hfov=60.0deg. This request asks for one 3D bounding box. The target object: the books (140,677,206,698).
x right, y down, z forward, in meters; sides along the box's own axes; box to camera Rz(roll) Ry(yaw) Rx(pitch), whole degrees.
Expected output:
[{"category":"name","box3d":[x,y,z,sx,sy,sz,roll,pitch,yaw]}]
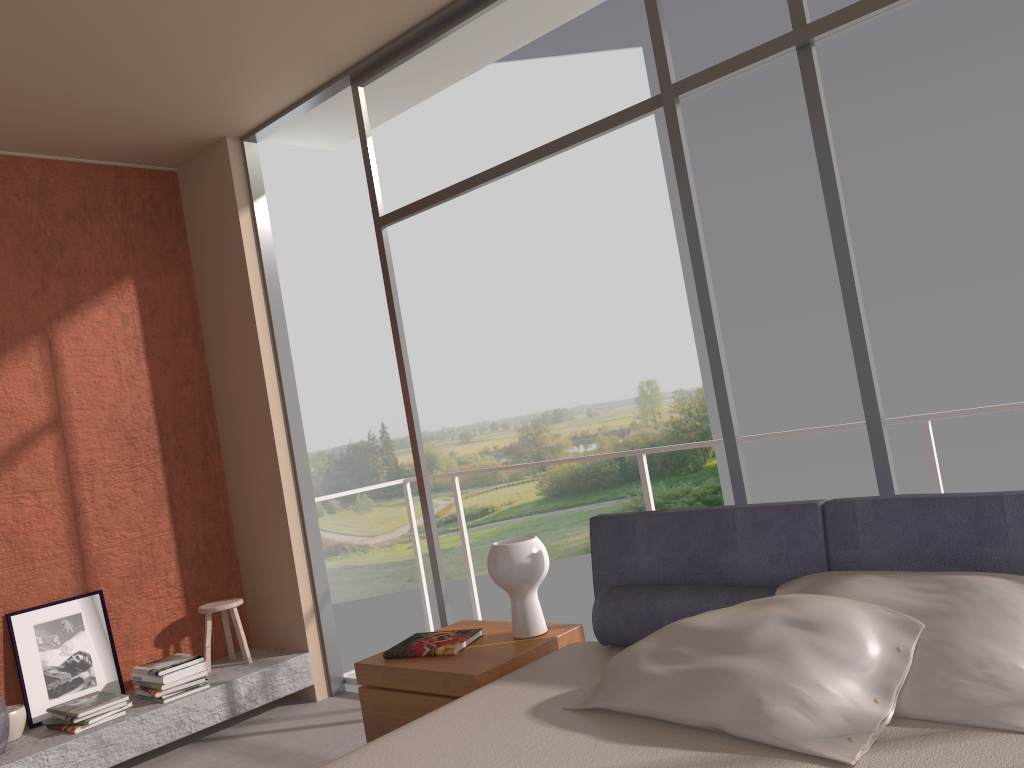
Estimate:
[{"category":"books","box3d":[-1.702,1.503,4.450,0.247,0.025,0.287,-8,-3,-37]}]

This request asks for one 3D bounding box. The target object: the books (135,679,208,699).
[{"category":"books","box3d":[-1.714,1.527,4.469,0.287,0.018,0.247,-12,-3,42]}]

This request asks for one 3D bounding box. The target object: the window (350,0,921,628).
[{"category":"window","box3d":[1.681,-0.428,2.310,6.106,3.133,0.075,-12,-3,42]}]

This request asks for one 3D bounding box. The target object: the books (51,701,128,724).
[{"category":"books","box3d":[-1.994,1.532,4.186,0.287,0.025,0.247,-12,-3,44]}]

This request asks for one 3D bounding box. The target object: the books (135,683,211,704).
[{"category":"books","box3d":[-1.707,1.544,4.464,0.328,0.018,0.247,-12,-3,44]}]

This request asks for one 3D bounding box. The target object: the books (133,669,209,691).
[{"category":"books","box3d":[-1.718,1.478,4.467,0.328,0.027,0.247,-12,-3,44]}]

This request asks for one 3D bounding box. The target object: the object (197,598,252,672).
[{"category":"object","box3d":[-1.562,1.372,4.870,0.260,0.349,0.257,-10,-2,11]}]

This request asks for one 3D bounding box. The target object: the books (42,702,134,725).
[{"category":"books","box3d":[-2.003,1.556,4.192,0.328,0.018,0.247,-11,-2,27]}]

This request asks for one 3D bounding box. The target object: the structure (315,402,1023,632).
[{"category":"structure","box3d":[1.972,0.536,2.700,7.689,1.005,0.728,-12,-3,42]}]

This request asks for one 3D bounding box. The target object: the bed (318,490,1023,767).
[{"category":"bed","box3d":[0.179,0.906,1.632,2.017,0.959,2.462,-12,-3,42]}]

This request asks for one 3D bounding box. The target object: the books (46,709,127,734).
[{"category":"books","box3d":[-2.002,1.579,4.176,0.287,0.025,0.247,-11,-3,39]}]

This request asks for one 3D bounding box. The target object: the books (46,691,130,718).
[{"category":"books","box3d":[-2.002,1.512,4.189,0.328,0.018,0.247,-12,-3,39]}]

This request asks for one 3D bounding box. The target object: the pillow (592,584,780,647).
[{"category":"pillow","box3d":[0.844,0.641,2.396,1.470,0.201,0.205,-12,-3,42]}]

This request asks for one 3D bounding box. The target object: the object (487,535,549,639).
[{"category":"object","box3d":[0.037,0.730,3.193,0.224,0.338,0.224,-8,-3,-36]}]

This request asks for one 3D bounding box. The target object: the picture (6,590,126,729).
[{"category":"picture","box3d":[-2.216,1.356,4.421,0.117,0.550,0.458,-12,-3,42]}]

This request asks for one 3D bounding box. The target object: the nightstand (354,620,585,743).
[{"category":"nightstand","box3d":[-0.111,1.212,3.195,0.628,0.556,0.562,-12,-3,42]}]

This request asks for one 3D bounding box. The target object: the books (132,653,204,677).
[{"category":"books","box3d":[-1.734,1.416,4.473,0.287,0.025,0.247,-12,-3,42]}]

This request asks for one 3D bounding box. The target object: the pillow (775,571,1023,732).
[{"category":"pillow","box3d":[0.908,0.608,2.065,0.400,0.265,0.791,-8,-3,-45]}]

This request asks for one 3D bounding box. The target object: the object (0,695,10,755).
[{"category":"object","box3d":[-2.346,1.230,3.901,0.165,0.810,0.165,-9,-2,-25]}]

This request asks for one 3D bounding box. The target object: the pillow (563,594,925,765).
[{"category":"pillow","box3d":[0.526,0.687,2.167,0.431,0.264,0.869,-8,-3,-40]}]

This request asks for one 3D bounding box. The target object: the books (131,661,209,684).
[{"category":"books","box3d":[-1.724,1.446,4.468,0.319,0.038,0.247,-12,-3,39]}]

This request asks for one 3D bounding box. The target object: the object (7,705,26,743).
[{"category":"object","box3d":[-2.336,1.577,4.088,0.179,0.137,0.180,-8,-3,-35]}]

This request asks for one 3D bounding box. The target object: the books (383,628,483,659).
[{"category":"books","box3d":[-0.284,0.948,3.235,0.287,0.025,0.247,-11,-2,23]}]
